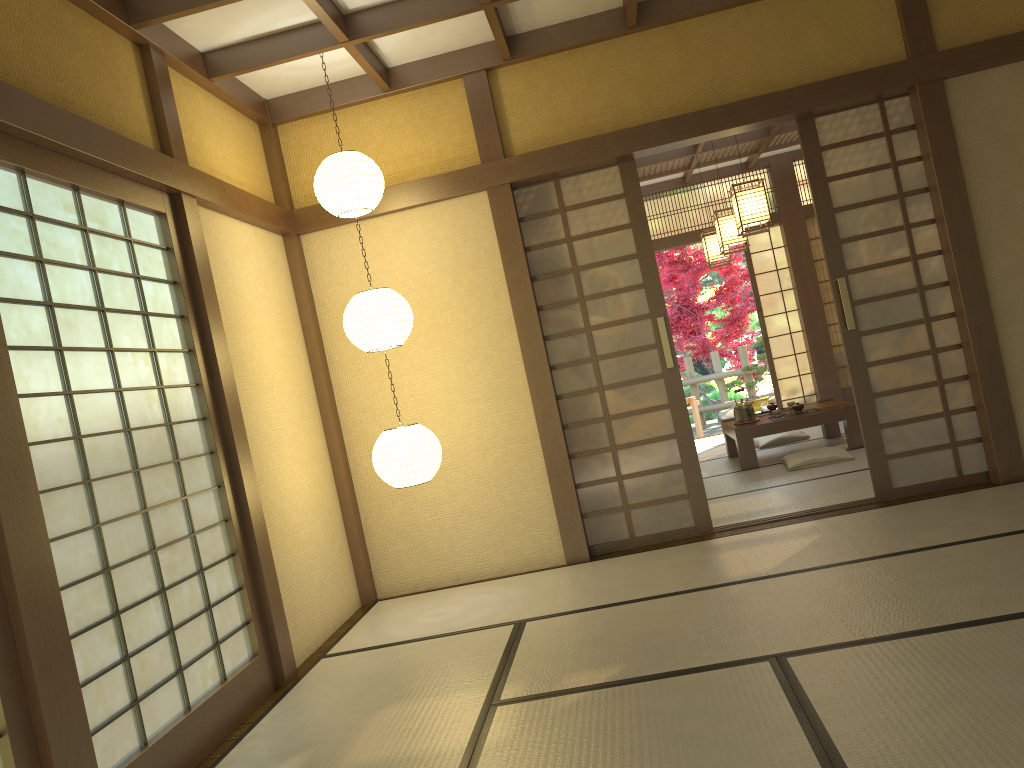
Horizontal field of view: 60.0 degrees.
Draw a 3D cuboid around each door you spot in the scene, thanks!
[{"bbox_3d":[3.811,-0.840,10.189,1.894,2.380,0.073,-12,0,7],"label":"door"},{"bbox_3d":[0.347,-0.118,5.253,1.230,2.265,0.076,-12,0,7],"label":"door"},{"bbox_3d":[2.449,-0.566,4.989,1.230,2.265,0.076,-12,0,7],"label":"door"},{"bbox_3d":[-1.466,0.301,2.492,0.140,2.230,2.890,-12,0,7],"label":"door"}]

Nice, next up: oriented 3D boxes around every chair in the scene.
[{"bbox_3d":[1.940,0.475,11.331,0.704,0.598,0.698,-12,0,-37],"label":"chair"}]

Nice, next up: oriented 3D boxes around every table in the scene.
[{"bbox_3d":[2.385,0.414,7.632,1.000,0.350,1.000,-12,0,7],"label":"table"}]

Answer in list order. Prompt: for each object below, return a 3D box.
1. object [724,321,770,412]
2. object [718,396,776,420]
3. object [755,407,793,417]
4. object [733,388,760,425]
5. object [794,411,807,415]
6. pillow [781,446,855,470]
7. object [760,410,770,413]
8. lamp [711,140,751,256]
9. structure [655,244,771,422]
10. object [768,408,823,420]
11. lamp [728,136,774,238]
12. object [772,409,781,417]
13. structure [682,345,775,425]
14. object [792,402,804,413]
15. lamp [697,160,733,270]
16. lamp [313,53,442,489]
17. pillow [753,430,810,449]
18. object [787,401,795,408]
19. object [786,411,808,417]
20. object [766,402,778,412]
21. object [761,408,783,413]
[{"bbox_3d":[3.430,-0.228,12.239,1.032,1.362,0.586,-12,0,33],"label":"object"},{"bbox_3d":[3.490,0.324,12.235,1.260,0.276,1.147,-12,0,3],"label":"object"},{"bbox_3d":[2.383,0.241,7.935,0.400,0.007,0.300,-12,0,7],"label":"object"},{"bbox_3d":[1.971,0.182,7.560,0.219,0.296,0.226,-12,0,2],"label":"object"},{"bbox_3d":[2.328,0.247,7.265,0.200,0.008,0.008,-12,0,1],"label":"object"},{"bbox_3d":[2.345,0.567,6.855,0.486,0.107,0.496,-12,0,11],"label":"pillow"},{"bbox_3d":[2.356,0.239,8.052,0.200,0.008,0.008,-12,0,8],"label":"object"},{"bbox_3d":[1.823,-1.683,7.697,0.240,1.129,0.240,-12,0,7],"label":"lamp"},{"bbox_3d":[2.543,-1.251,13.791,3.412,4.004,3.045,-12,0,40],"label":"structure"},{"bbox_3d":[2.349,0.250,7.367,0.400,0.007,0.300,-12,0,7],"label":"object"},{"bbox_3d":[1.685,-1.650,6.541,0.240,1.129,0.240,-12,0,7],"label":"lamp"},{"bbox_3d":[2.226,0.246,7.445,0.073,0.052,0.074,-12,0,-40],"label":"object"},{"bbox_3d":[3.505,-0.031,12.875,7.456,1.136,0.245,-12,0,7],"label":"structure"},{"bbox_3d":[2.380,0.196,7.374,0.100,0.080,0.100,-12,0,7],"label":"object"},{"bbox_3d":[1.961,-1.716,8.853,0.240,1.129,0.240,-12,0,7],"label":"lamp"},{"bbox_3d":[-0.749,-0.604,4.580,0.363,2.297,0.363,-12,0,7],"label":"lamp"},{"bbox_3d":[2.539,0.520,8.482,0.496,0.107,0.486,-12,0,0],"label":"pillow"},{"bbox_3d":[2.496,0.187,7.922,0.073,0.052,0.074,-12,0,-40],"label":"object"},{"bbox_3d":[2.324,0.248,7.253,0.200,0.008,0.008,-12,0,5],"label":"object"},{"bbox_3d":[2.323,0.206,7.912,0.100,0.080,0.100,-12,0,7],"label":"object"},{"bbox_3d":[2.353,0.239,8.034,0.200,0.008,0.008,-12,0,3],"label":"object"}]
